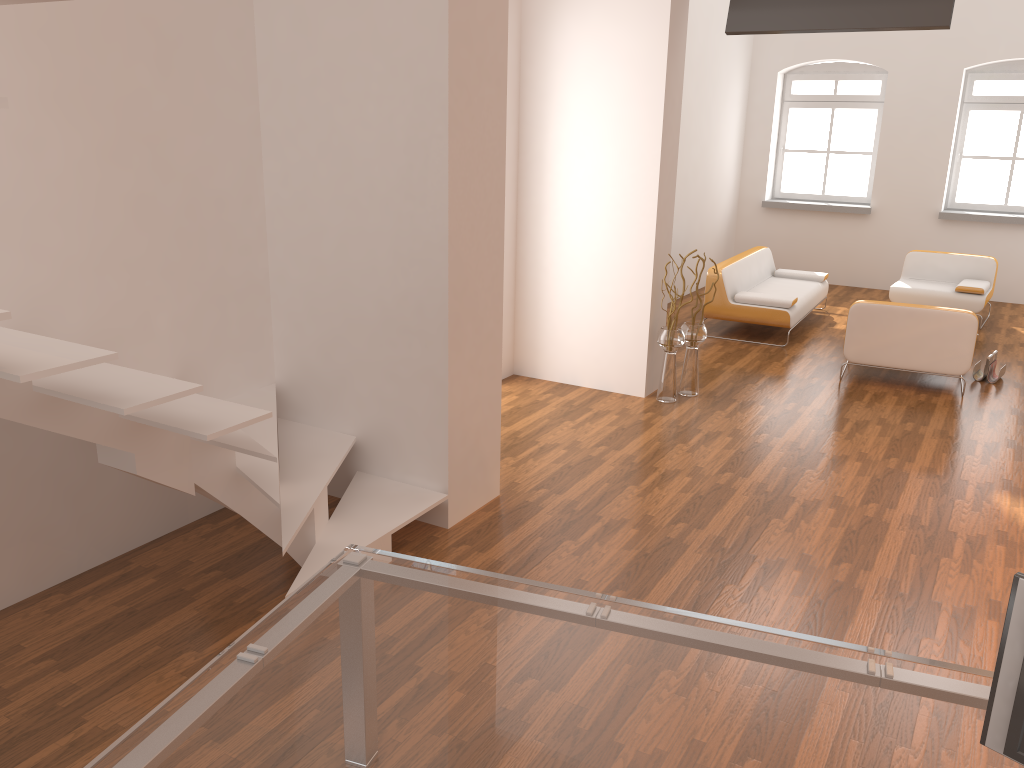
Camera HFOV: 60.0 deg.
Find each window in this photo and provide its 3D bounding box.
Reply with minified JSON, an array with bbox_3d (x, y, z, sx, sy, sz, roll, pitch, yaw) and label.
[{"bbox_3d":[4.068,-3.197,11.344,1.308,1.737,0.142,11,19,28],"label":"window"},{"bbox_3d":[5.891,-2.859,10.346,1.308,1.737,0.142,11,19,28],"label":"window"}]

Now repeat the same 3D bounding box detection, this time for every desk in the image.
[{"bbox_3d":[0.377,1.105,1.881,2.239,0.750,1.092,7,18,19],"label":"desk"}]

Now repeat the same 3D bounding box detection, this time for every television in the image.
[{"bbox_3d":[2.121,-2.679,5.693,1.388,0.803,0.266,11,19,28],"label":"television"}]

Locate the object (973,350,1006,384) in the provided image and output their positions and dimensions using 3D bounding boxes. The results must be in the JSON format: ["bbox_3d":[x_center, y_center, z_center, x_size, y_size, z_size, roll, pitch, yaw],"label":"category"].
[{"bbox_3d":[3.903,-0.145,7.236,0.189,0.217,0.281,14,21,37],"label":"object"}]

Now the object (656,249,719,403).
[{"bbox_3d":[1.187,-0.416,6.385,0.655,1.112,0.284,-12,21,-37],"label":"object"}]

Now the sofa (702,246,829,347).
[{"bbox_3d":[2.652,-0.955,9.075,0.825,0.661,2.010,10,19,27],"label":"sofa"}]

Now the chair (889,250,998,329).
[{"bbox_3d":[4.598,-1.033,9.470,0.923,0.661,0.825,12,20,31],"label":"chair"}]

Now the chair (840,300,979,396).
[{"bbox_3d":[3.210,-0.375,7.174,0.923,0.661,0.825,9,18,24],"label":"chair"}]

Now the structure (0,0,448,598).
[{"bbox_3d":[-0.114,-0.122,1.978,4.630,3.042,3.450,11,19,28],"label":"structure"}]

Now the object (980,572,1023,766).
[{"bbox_3d":[1.161,0.608,1.563,0.245,0.418,0.516,-8,19,-29],"label":"object"}]
